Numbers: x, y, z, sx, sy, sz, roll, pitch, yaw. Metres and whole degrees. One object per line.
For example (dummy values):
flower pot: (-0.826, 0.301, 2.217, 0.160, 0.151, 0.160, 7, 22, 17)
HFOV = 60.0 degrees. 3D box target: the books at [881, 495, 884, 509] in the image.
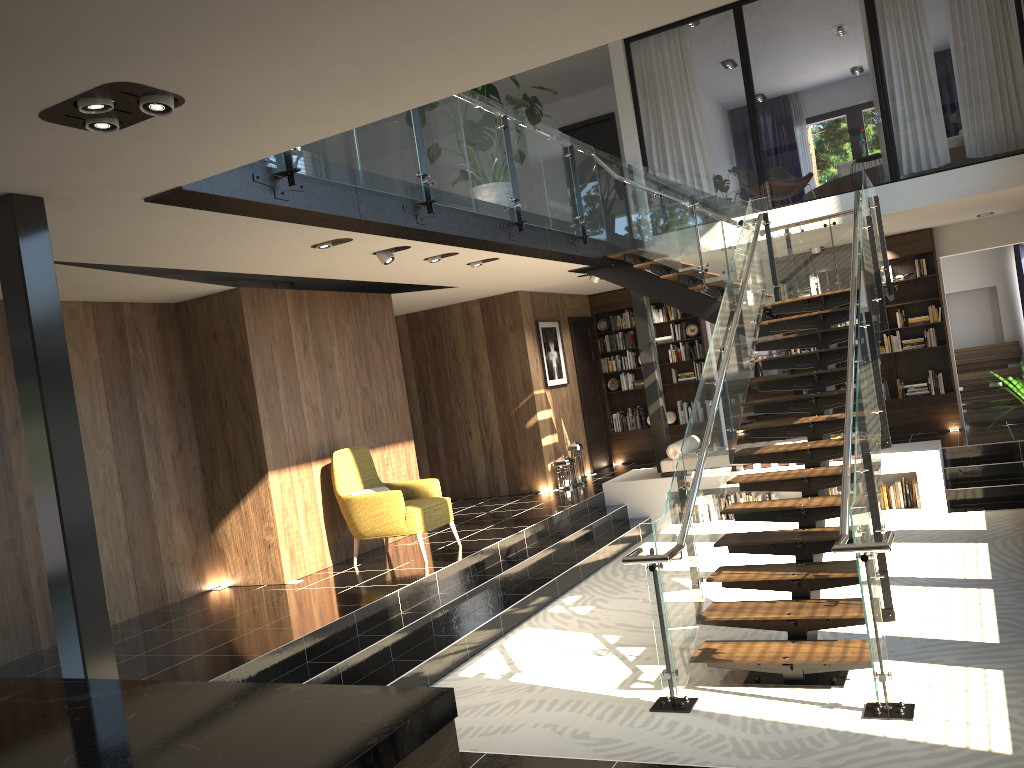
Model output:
books: (4.041, 1.208, 9.700, 0.021, 0.302, 0.167, -8, 0, 27)

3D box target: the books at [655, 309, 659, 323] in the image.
books: (2.254, -1.040, 13.572, 0.027, 0.207, 0.202, -8, 0, 27)

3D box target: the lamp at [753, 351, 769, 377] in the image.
lamp: (4.487, -0.477, 16.295, 0.470, 0.726, 0.469, -9, 0, 19)

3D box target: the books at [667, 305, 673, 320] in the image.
books: (2.428, -1.087, 13.485, 0.064, 0.247, 0.209, -8, 0, 27)

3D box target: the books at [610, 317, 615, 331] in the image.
books: (1.596, -0.943, 13.856, 0.024, 0.216, 0.210, -8, 0, 27)

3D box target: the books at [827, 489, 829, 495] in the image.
books: (3.589, 1.294, 9.981, 0.026, 0.270, 0.128, -8, 0, 27)

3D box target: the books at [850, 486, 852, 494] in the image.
books: (3.766, 1.274, 9.832, 0.019, 0.256, 0.186, -8, 0, 27)

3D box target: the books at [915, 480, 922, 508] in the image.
books: (4.359, 1.178, 9.506, 0.037, 0.264, 0.271, -8, 0, 27)

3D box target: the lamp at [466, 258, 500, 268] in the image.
lamp: (-0.290, -1.237, 8.617, 0.347, 0.177, 0.195, -9, 0, 27)

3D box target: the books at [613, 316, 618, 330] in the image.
books: (1.646, -0.954, 13.858, 0.026, 0.222, 0.202, -8, 0, 27)

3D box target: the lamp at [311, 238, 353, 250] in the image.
lamp: (-1.339, -1.095, 6.546, 0.347, 0.158, 0.195, -9, 0, 27)

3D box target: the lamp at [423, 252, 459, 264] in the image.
lamp: (-0.639, -1.187, 7.926, 0.347, 0.177, 0.195, -9, 0, 27)

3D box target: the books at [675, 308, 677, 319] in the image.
books: (2.515, -1.086, 13.457, 0.037, 0.218, 0.144, -8, 0, 27)

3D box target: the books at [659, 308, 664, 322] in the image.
books: (2.306, -1.050, 13.535, 0.034, 0.211, 0.205, -8, 0, 27)

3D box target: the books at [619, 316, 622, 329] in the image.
books: (1.723, -0.961, 13.834, 0.014, 0.212, 0.184, -8, 0, 27)

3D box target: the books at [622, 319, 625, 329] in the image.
books: (1.766, -0.939, 13.802, 0.035, 0.156, 0.186, -8, 0, 27)

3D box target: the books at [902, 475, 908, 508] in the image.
books: (4.251, 1.162, 9.593, 0.042, 0.328, 0.205, -8, 0, 27)

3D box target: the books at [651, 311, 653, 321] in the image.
books: (2.187, -1.047, 13.580, 0.035, 0.241, 0.208, -8, 0, 27)

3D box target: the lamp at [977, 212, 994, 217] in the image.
lamp: (5.942, -2.185, 11.150, 0.195, 0.158, 0.346, -9, 0, 27)

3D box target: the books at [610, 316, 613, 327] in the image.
books: (1.593, -0.952, 13.898, 0.017, 0.234, 0.199, -8, 0, 27)

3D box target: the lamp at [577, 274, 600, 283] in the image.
lamp: (0.978, -1.377, 11.103, 0.347, 0.263, 0.195, -9, 0, 27)

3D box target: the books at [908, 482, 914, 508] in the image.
books: (4.310, 1.190, 9.567, 0.019, 0.255, 0.180, -8, 0, 27)

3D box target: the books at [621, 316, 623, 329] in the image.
books: (1.748, -0.960, 13.840, 0.025, 0.203, 0.156, -8, 0, 27)

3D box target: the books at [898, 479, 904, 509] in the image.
books: (4.217, 1.190, 9.597, 0.028, 0.285, 0.210, -8, 0, 27)

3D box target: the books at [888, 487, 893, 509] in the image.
books: (4.135, 1.237, 9.664, 0.022, 0.216, 0.137, -8, 0, 27)

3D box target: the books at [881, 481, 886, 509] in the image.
books: (4.061, 1.214, 9.688, 0.025, 0.285, 0.164, -8, 0, 27)

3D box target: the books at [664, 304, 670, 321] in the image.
books: (2.370, -1.107, 13.466, 0.015, 0.303, 0.251, -8, 0, 27)

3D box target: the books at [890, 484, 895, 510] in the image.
books: (4.138, 1.222, 9.624, 0.024, 0.246, 0.211, -8, 0, 27)

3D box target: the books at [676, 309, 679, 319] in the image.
books: (2.533, -1.072, 13.420, 0.027, 0.186, 0.220, -8, 0, 27)

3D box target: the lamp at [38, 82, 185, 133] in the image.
lamp: (-1.499, -1.083, 3.308, 0.502, 0.195, 0.349, -9, 0, 27)

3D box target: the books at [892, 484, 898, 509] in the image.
books: (4.160, 1.217, 9.619, 0.021, 0.248, 0.197, -8, 0, 27)

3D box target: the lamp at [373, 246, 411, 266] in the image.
lamp: (-0.983, -1.102, 7.237, 0.347, 0.247, 0.195, -9, 0, 27)

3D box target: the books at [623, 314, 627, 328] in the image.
books: (1.785, -0.980, 13.769, 0.039, 0.230, 0.205, -8, 0, 27)

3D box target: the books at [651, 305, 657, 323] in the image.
books: (2.184, -1.064, 13.529, 0.011, 0.276, 0.287, -8, 0, 27)

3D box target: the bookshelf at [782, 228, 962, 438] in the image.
bookshelf: (4.868, -0.592, 12.268, 2.092, 2.683, 0.273, -9, 1, 27)

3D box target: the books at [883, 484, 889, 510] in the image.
books: (4.075, 1.230, 9.656, 0.025, 0.249, 0.208, -8, 0, 27)

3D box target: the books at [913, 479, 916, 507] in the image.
books: (4.338, 1.170, 9.558, 0.043, 0.287, 0.147, -8, 0, 27)

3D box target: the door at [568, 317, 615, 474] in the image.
door: (1.184, 0.150, 13.501, 0.104, 2.347, 0.930, -8, 1, 27)

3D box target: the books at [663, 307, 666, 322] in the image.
books: (2.345, -1.062, 13.532, 0.042, 0.223, 0.163, -8, 0, 27)

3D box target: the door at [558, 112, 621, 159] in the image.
door: (1.335, -2.920, 13.752, 0.932, 2.347, 0.104, -8, 1, 27)

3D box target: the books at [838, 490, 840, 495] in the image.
books: (3.681, 1.303, 9.920, 0.026, 0.226, 0.132, -8, 0, 27)

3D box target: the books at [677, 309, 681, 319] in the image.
books: (2.535, -1.111, 13.390, 0.013, 0.262, 0.217, -8, 0, 27)

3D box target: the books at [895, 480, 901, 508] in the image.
books: (4.196, 1.193, 9.629, 0.039, 0.284, 0.199, -8, 0, 27)

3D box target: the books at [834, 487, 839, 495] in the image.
books: (3.645, 1.257, 9.925, 0.029, 0.326, 0.152, -8, 0, 27)

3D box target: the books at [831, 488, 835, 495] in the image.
books: (3.616, 1.290, 9.921, 0.027, 0.270, 0.187, -8, 0, 27)

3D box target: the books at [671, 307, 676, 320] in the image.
books: (2.457, -1.119, 13.414, 0.017, 0.302, 0.266, -8, 0, 27)

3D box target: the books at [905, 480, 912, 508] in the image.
books: (4.282, 1.186, 9.567, 0.030, 0.273, 0.185, -8, 0, 27)

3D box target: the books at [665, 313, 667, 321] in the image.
books: (2.378, -1.051, 13.514, 0.029, 0.191, 0.177, -8, 0, 27)

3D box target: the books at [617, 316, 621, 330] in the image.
books: (1.687, -0.957, 13.845, 0.059, 0.216, 0.159, -8, 0, 27)

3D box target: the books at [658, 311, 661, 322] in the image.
books: (2.281, -1.026, 13.556, 0.034, 0.171, 0.158, -8, 0, 27)

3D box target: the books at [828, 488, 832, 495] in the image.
books: (3.582, 1.287, 9.914, 0.026, 0.287, 0.204, -8, 0, 27)

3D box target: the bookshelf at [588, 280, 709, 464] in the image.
bookshelf: (2.205, -0.181, 13.650, 1.705, 2.683, 0.273, -8, 1, 27)

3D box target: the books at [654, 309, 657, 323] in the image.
books: (2.225, -1.040, 13.568, 0.019, 0.216, 0.214, -8, 0, 27)
